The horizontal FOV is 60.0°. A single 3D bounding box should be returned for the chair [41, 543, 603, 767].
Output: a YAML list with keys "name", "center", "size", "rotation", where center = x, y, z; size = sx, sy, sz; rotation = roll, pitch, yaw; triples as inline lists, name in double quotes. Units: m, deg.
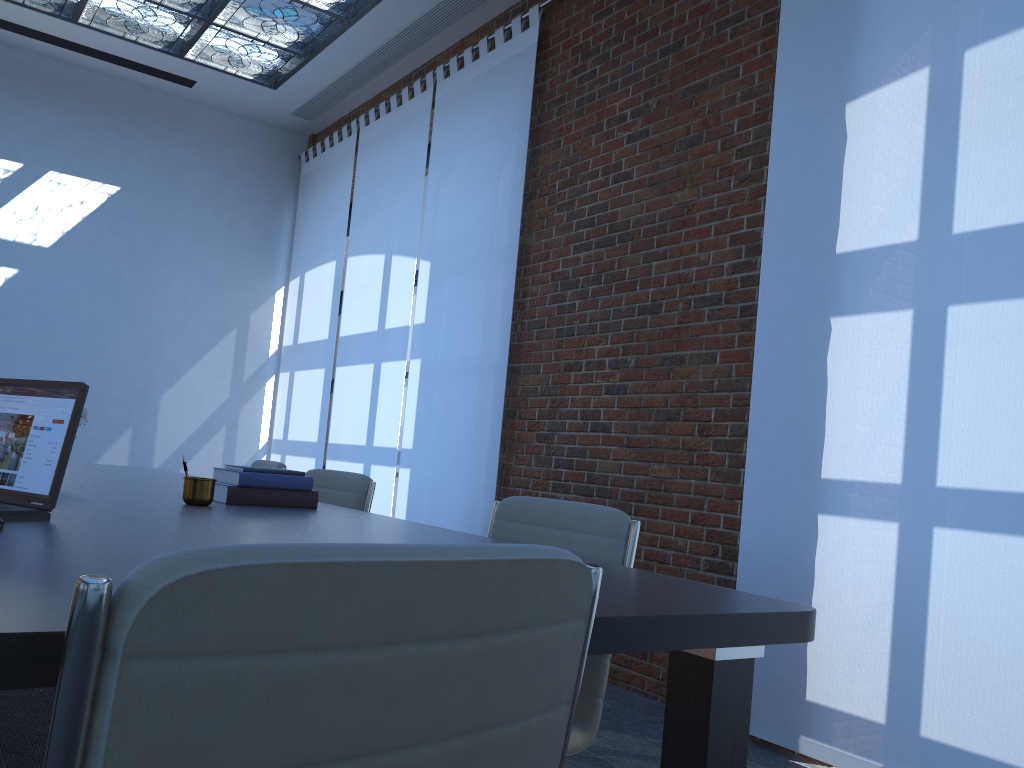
- name: "chair"
  center: [-0.351, 0.597, 0.969]
  size: [0.706, 0.921, 0.562]
  rotation: [1, -5, 44]

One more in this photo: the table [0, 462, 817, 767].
- name: "table"
  center: [-1.527, 0.719, 2.777]
  size: [1.814, 0.808, 4.505]
  rotation: [9, -6, -34]

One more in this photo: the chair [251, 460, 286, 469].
- name: "chair"
  center: [-1.541, 0.810, 4.341]
  size: [0.708, 0.921, 0.560]
  rotation: [8, -4, -31]

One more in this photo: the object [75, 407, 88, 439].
- name: "object"
  center: [-1.552, 0.162, 2.858]
  size: [0.329, 0.309, 0.336]
  rotation: [7, -5, -24]

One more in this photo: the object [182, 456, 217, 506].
- name: "object"
  center: [-0.892, 0.275, 2.533]
  size: [0.091, 0.142, 0.092]
  rotation: [3, -5, 33]

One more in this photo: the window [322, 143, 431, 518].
- name: "window"
  center: [1.043, -0.272, 4.660]
  size: [0.160, 3.599, 9.623]
  rotation: [7, -6, -35]

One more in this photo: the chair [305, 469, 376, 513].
- name: "chair"
  center: [-0.968, 0.768, 3.347]
  size: [0.708, 0.921, 0.560]
  rotation: [9, -5, -41]

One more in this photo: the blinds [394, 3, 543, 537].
- name: "blinds"
  center: [-0.346, -0.407, 5.712]
  size: [0.040, 3.748, 1.219]
  rotation: [7, -4, -35]

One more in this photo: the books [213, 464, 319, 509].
- name: "books"
  center: [-0.806, 0.327, 2.846]
  size: [0.295, 0.114, 0.255]
  rotation: [9, -6, -36]

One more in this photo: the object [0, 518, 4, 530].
- name: "object"
  center: [-0.915, 0.230, 1.500]
  size: [0.059, 0.034, 0.101]
  rotation: [2, -6, 35]

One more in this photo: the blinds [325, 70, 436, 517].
- name: "blinds"
  center: [-1.072, -0.374, 6.750]
  size: [0.040, 3.748, 1.219]
  rotation: [7, -4, -35]

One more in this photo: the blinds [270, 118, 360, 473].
- name: "blinds"
  center: [-1.804, -0.342, 7.796]
  size: [0.040, 3.748, 1.219]
  rotation: [7, -4, -35]

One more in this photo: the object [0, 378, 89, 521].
- name: "object"
  center: [-1.122, 0.110, 1.756]
  size: [0.390, 0.282, 0.324]
  rotation: [3, -5, 28]

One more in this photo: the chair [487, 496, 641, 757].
- name: "chair"
  center: [-0.138, 0.730, 2.159]
  size: [0.708, 0.921, 0.560]
  rotation: [9, -5, -40]

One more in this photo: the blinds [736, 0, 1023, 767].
- name: "blinds"
  center: [1.420, -0.486, 3.186]
  size: [0.040, 3.748, 1.315]
  rotation: [7, -4, -35]
